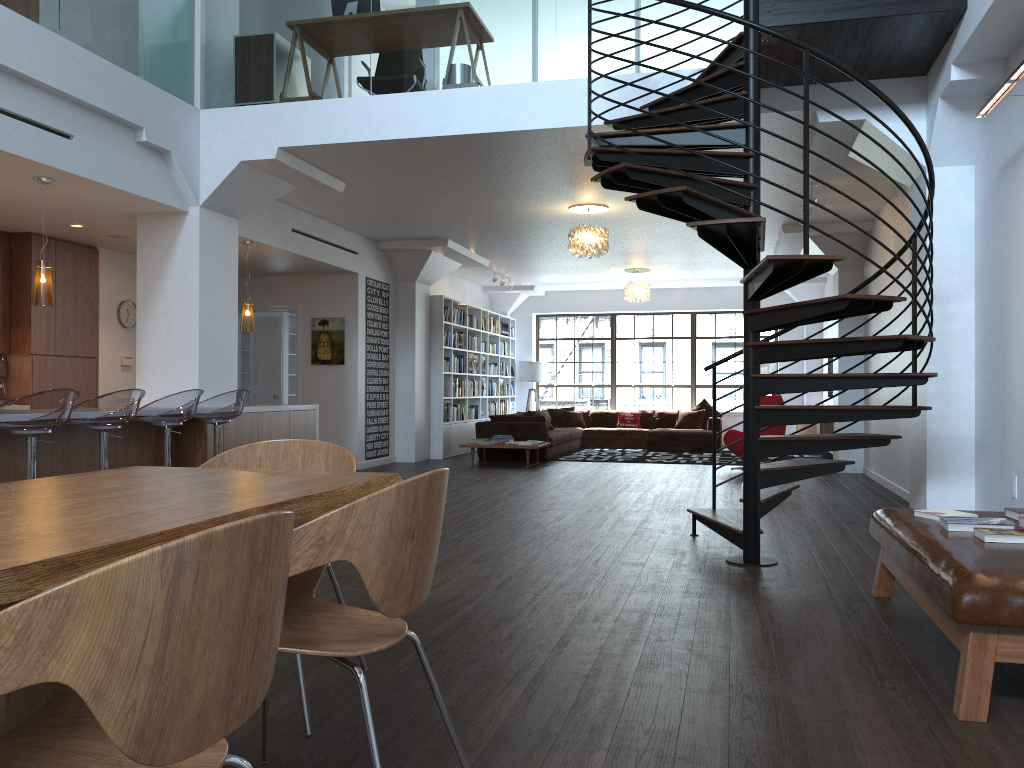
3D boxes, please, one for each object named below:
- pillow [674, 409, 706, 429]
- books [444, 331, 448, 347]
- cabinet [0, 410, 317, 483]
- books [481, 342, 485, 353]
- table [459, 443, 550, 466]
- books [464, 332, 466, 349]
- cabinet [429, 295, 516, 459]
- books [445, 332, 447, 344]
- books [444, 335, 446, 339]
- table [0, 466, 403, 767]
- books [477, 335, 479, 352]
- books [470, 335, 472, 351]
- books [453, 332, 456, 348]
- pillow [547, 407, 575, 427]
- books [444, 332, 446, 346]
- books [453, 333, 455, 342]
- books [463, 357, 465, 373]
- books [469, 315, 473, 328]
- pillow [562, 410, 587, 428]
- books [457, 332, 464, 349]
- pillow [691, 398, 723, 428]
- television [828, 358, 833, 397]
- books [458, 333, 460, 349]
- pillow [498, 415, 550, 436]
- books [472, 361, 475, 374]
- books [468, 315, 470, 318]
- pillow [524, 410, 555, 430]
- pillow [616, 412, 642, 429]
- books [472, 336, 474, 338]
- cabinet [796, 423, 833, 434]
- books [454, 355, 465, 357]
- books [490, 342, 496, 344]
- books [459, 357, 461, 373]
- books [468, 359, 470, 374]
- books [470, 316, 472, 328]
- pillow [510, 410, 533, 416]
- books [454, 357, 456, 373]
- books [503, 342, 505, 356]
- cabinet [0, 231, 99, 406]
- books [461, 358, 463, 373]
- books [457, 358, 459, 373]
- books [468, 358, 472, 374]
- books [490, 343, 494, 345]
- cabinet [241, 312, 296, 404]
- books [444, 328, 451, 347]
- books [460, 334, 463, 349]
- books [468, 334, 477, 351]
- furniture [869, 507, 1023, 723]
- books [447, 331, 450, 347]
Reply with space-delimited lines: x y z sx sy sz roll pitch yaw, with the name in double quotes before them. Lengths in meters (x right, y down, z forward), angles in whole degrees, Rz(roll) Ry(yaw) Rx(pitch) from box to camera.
"pillow" 3.148 0.626 15.719 0.542 0.362 0.248 0 -1 35
"books" -1.052 -0.671 13.291 0.172 0.235 0.112 0 0 14
"cabinet" -3.010 0.649 7.140 0.898 0.796 4.493 0 0 14
"books" -0.542 -0.632 15.361 0.139 0.191 0.036 0 0 14
"table" -0.088 0.969 12.376 1.100 0.271 0.853 0 0 14
"books" -0.835 -0.692 14.216 0.176 0.291 0.053 0 0 14
"cabinet" -0.695 -0.083 15.260 0.461 2.414 4.500 0 0 14
"books" -1.062 -0.670 13.260 0.152 0.232 0.104 0 0 14
"books" -1.087 -0.646 13.155 0.161 0.182 0.170 0 0 14
"table" -1.290 0.640 1.068 1.012 0.750 3.803 0 0 14
"books" -0.662 -0.683 14.925 0.197 0.283 0.065 0 0 14
"books" -0.744 -0.671 14.548 0.182 0.253 0.034 0 0 14
"books" -0.964 -0.677 13.715 0.183 0.253 0.042 0 0 14
"pillow" 0.950 0.625 16.344 0.580 0.418 0.334 0 0 -13
"books" -1.073 -0.663 13.233 0.161 0.218 0.101 0 0 14
"books" -0.986 -0.669 13.628 0.174 0.236 0.142 0 0 15
"books" -0.844 -0.296 14.125 0.182 0.253 0.034 0 0 14
"books" -0.719 -1.030 14.671 0.140 0.231 0.042 0 0 14
"pillow" 1.112 0.643 16.204 0.489 0.337 0.238 0 0 -17
"books" -0.863 -0.689 14.170 0.198 0.284 0.049 0 0 14
"pillow" 3.388 0.545 15.830 0.651 0.587 0.335 0 0 -7
"television" 4.985 -0.200 13.780 0.013 0.816 1.324 0 0 14
"books" -0.910 -0.675 13.948 0.183 0.253 0.042 0 0 14
"pillow" 0.172 0.634 13.123 0.750 0.364 0.289 0 0 13
"books" -0.712 -0.268 14.678 0.161 0.207 0.135 0 0 13
"books" -0.766 -1.017 14.482 0.146 0.202 0.027 0 0 14
"pillow" 0.440 0.628 14.802 0.325 0.391 0.625 0 -1 30
"pillow" 2.126 0.661 16.097 0.465 0.308 0.220 0 0 10
"books" -0.713 -0.668 14.700 0.159 0.250 0.026 0 0 14
"cabinet" 4.845 0.679 13.875 0.459 0.350 4.501 0 0 14
"books" -0.839 -0.314 14.188 0.176 0.294 0.102 0 0 14
"books" -0.357 -0.646 16.131 0.140 0.231 0.042 0 0 14
"books" -0.892 -0.298 13.957 0.182 0.253 0.034 0 0 14
"books" -0.769 -0.287 14.452 0.174 0.240 0.054 0 0 14
"books" -0.735 -1.016 14.587 0.146 0.202 0.027 0 0 14
"pillow" 0.199 0.594 13.391 0.269 0.411 0.559 0 -1 -30
"books" -0.953 -0.293 13.716 0.174 0.239 0.045 0 0 14
"books" -0.213 -0.653 16.670 0.183 0.253 0.034 0 0 13
"cabinet" -5.249 -0.204 6.754 0.598 2.499 5.299 0 0 14
"books" -0.866 -0.290 14.054 0.174 0.239 0.045 0 0 14
"books" -0.917 -0.287 13.891 0.167 0.230 0.037 0 0 14
"books" -0.752 -0.293 14.564 0.183 0.253 0.042 0 0 14
"books" -0.384 -0.631 16.020 0.127 0.200 0.020 0 0 14
"cabinet" -3.682 -0.395 13.208 0.527 2.991 2.630 0 0 14
"books" -1.008 -0.698 13.446 0.176 0.290 0.053 0 0 14
"books" -0.873 -0.668 14.054 0.174 0.240 0.054 0 0 14
"books" -0.673 -0.687 14.865 0.176 0.290 0.053 0 0 14
"furniture" 2.017 0.816 3.491 0.907 0.453 1.819 0 0 14
"books" -1.035 -0.674 13.373 0.174 0.242 0.105 0 0 14
